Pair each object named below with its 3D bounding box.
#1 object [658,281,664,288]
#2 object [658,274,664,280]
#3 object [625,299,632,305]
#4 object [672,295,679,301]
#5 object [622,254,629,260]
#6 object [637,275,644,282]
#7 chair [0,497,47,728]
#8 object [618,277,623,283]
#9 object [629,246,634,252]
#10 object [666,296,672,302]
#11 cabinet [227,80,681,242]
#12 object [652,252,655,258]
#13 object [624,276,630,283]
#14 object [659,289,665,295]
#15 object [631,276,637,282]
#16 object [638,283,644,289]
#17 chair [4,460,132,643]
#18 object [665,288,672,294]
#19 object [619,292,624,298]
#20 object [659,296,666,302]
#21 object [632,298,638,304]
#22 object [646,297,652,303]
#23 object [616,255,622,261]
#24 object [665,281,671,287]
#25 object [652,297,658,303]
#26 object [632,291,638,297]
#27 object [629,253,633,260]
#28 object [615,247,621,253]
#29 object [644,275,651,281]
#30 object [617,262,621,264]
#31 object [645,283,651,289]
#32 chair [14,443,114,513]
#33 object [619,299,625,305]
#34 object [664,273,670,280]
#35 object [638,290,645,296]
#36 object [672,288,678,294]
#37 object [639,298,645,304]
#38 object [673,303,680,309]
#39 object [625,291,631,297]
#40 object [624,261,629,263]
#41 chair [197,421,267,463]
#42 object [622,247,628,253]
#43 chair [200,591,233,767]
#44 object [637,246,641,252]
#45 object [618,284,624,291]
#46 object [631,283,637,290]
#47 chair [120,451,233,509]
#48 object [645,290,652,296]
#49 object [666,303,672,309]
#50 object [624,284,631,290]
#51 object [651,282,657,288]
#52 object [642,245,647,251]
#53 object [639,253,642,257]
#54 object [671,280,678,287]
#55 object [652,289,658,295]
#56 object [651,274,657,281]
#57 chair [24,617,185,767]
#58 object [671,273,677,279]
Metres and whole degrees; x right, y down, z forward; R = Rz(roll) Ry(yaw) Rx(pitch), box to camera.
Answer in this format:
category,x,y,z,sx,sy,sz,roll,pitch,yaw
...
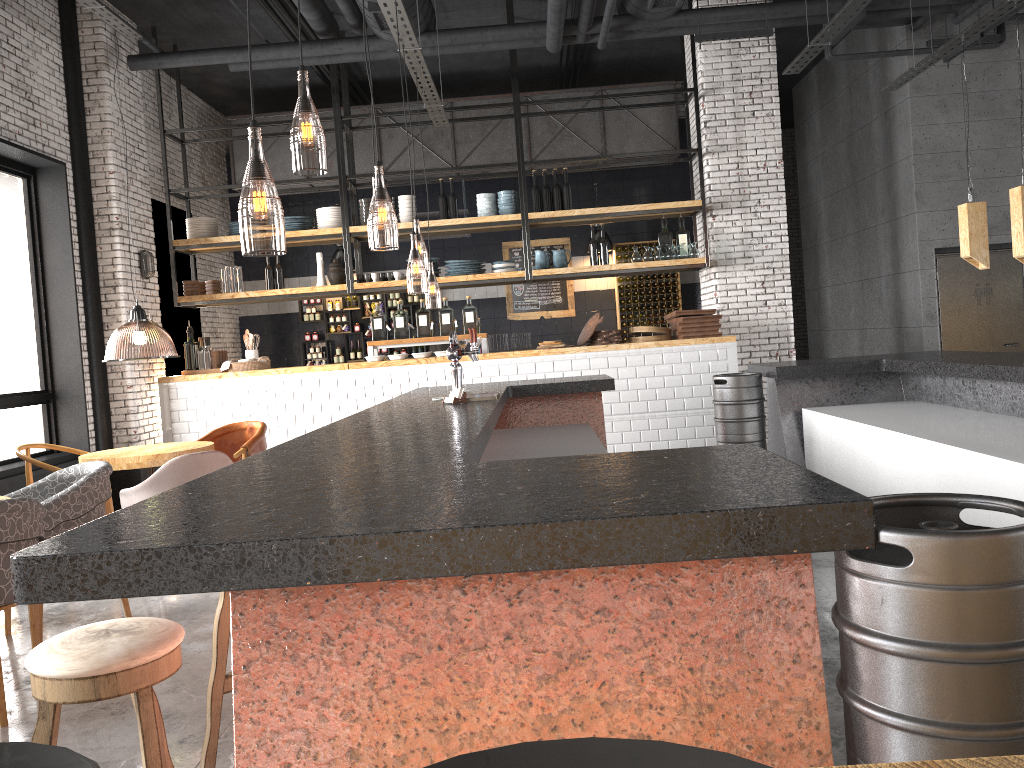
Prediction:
category,x,y,z,sx,sy,sz,roll,pitch,yaw
object,2.097,-1.400,12.446,0.079,0.079,0.284,-4,3,2
object,2.090,-1.506,12.463,0.079,0.079,0.284,-4,3,2
object,1.642,-1.158,12.484,0.079,0.079,0.284,-4,3,2
object,2.300,-1.204,12.447,0.079,0.079,0.284,-4,3,2
object,1.595,-1.784,12.424,0.079,0.079,0.284,-4,3,2
object,1.807,-1.485,12.451,0.079,0.079,0.284,-4,3,2
chair,-2.319,0.953,3.794,0.682,0.928,0.643,-6,3,-44
object,1.524,-1.464,12.458,0.079,0.079,0.284,-4,3,2
object,1.682,-1.897,12.442,0.079,0.079,0.284,-4,3,2
object,2.207,-1.198,12.465,0.079,0.079,0.284,-4,3,2
cabinet,-0.739,-2.850,11.886,5.863,1.767,0.682,-4,2,1
object,1.973,-1.813,12.453,0.079,0.079,0.284,-4,3,2
object,1.618,-1.470,12.437,0.079,0.079,0.284,-4,3,2
object,2.104,-1.294,12.430,0.079,0.079,0.284,-4,3,2
object,1.713,-1.479,12.469,0.079,0.079,0.284,-4,3,2
object,1.815,-1.381,12.473,0.079,0.079,0.284,-4,3,2
chair,-2.420,0.912,4.810,0.644,0.928,0.681,-6,3,-44
object,2.199,-1.302,12.447,0.079,0.079,0.284,-4,3,2
object,1.540,-1.256,12.480,0.079,0.079,0.284,-4,3,2
object,2.111,-1.189,12.429,0.079,0.079,0.284,-4,3,2
object,1.736,-1.164,12.477,0.079,0.079,0.284,-4,3,2
object,1.923,-1.176,12.437,0.079,0.079,0.284,-4,3,2
object,1.502,-1.779,12.465,0.079,0.079,0.284,-4,3,2
object,2.191,-1.408,12.460,0.079,0.079,0.284,-4,3,2
object,2.018,-1.185,12.470,0.079,0.079,0.284,-4,3,2
object,1.727,-1.267,12.440,0.079,0.079,0.284,-4,3,2
object,1.689,-1.791,12.426,0.079,0.079,0.284,-4,3,2
object,1.493,-1.882,12.428,0.079,0.079,0.284,-4,3,2
object,1.900,-1.490,12.429,0.079,0.079,0.284,-4,3,2
object,1.510,-1.675,12.472,0.079,0.079,0.284,-4,3,2
object,1.909,-1.387,12.466,0.079,0.079,0.284,-4,3,2
chair,-3.426,0.900,6.711,0.643,0.920,0.613,-4,2,8
object,1.547,-1.150,12.467,0.079,0.079,0.284,-4,3,2
object,2.184,-1.512,12.456,0.079,0.079,0.284,-4,3,2
object,1.822,-1.275,12.456,0.079,0.079,0.284,-4,3,2
object,2.293,-1.310,12.464,0.079,0.079,0.284,-4,3,2
object,1.829,-1.169,12.436,0.079,0.079,0.284,-4,3,2
object,2.307,-1.098,12.430,0.079,0.079,0.284,-4,3,2
object,1.634,-1.262,12.461,0.079,0.079,0.284,-4,3,2
object,1.603,-1.681,12.450,0.079,0.079,0.284,-4,3,2
chair,-2.226,0.786,7.199,0.681,0.928,0.644,-3,2,24
object,1.588,-1.891,12.460,0.079,0.079,0.284,-4,3,2
chair,-0.911,0.948,3.201,0.481,0.805,0.439,-5,2,-20
object,1.777,-1.905,12.459,0.079,0.079,0.284,-4,3,2
object,1.532,-1.359,12.452,0.079,0.079,0.284,-4,3,2
object,1.720,-1.373,12.456,0.079,0.079,0.284,-4,3,2
chair,-2.258,0.873,6.100,0.771,0.850,0.802,-6,3,-39
object,1.916,-1.281,12.431,0.079,0.079,0.284,-4,3,2
object,2.214,-1.093,12.467,0.079,0.079,0.284,-4,3,2
object,1.626,-1.365,12.435,0.079,0.079,0.284,-4,3,2
object,2.003,-1.394,12.465,0.079,0.079,0.284,-4,3,2
object,1.870,-1.910,12.437,0.079,0.079,0.284,-4,3,2
object,1.784,-1.799,12.442,0.079,0.079,0.284,-4,3,2
object,2.285,-1.413,12.441,0.079,0.079,0.284,-4,3,2
object,2.010,-1.289,12.451,0.079,0.079,0.284,-4,3,2
object,1.995,-1.498,12.446,0.079,0.079,0.284,-4,3,2
chair,-0.898,0.972,2.032,0.481,0.805,0.438,-6,2,-40
object,2.277,-1.518,12.429,0.079,0.079,0.284,-4,3,2
